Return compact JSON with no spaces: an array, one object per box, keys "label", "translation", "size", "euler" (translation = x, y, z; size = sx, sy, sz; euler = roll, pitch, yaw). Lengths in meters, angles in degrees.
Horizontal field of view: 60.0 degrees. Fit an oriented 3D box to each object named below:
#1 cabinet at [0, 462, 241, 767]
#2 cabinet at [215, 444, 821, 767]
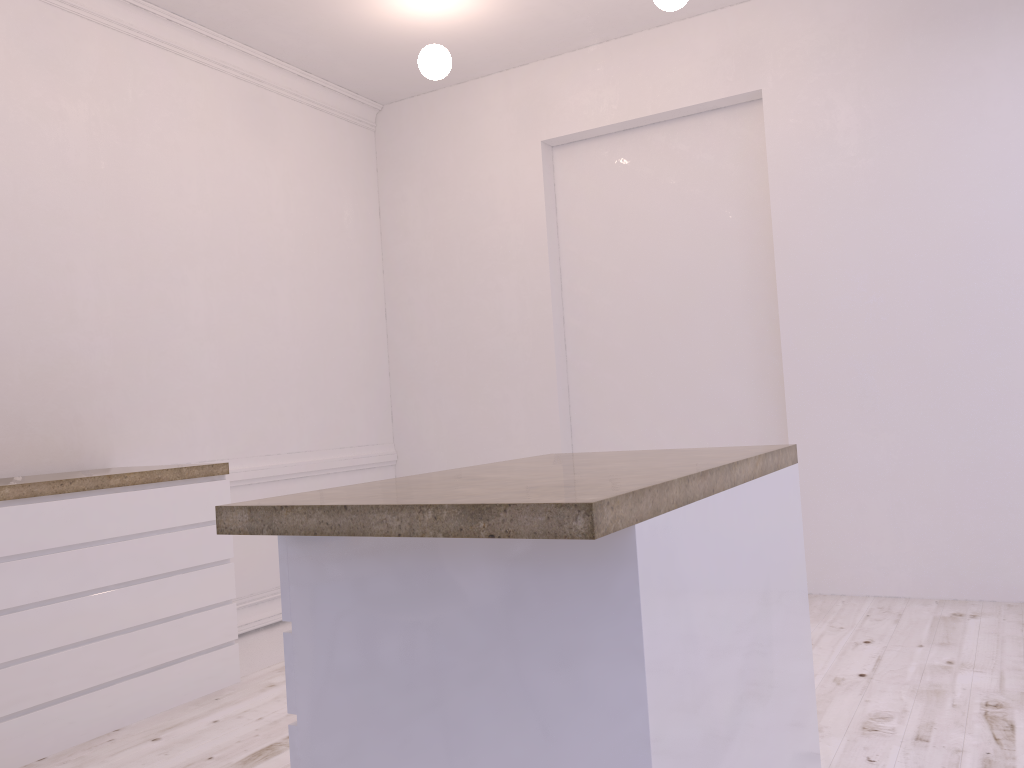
[{"label":"cabinet","translation":[-1.608,0.749,3.131],"size":[0.654,0.842,1.036],"euler":[-5,-2,29]},{"label":"cabinet","translation":[0.129,0.587,1.733],"size":[0.654,0.842,1.167],"euler":[-5,-2,29]}]
